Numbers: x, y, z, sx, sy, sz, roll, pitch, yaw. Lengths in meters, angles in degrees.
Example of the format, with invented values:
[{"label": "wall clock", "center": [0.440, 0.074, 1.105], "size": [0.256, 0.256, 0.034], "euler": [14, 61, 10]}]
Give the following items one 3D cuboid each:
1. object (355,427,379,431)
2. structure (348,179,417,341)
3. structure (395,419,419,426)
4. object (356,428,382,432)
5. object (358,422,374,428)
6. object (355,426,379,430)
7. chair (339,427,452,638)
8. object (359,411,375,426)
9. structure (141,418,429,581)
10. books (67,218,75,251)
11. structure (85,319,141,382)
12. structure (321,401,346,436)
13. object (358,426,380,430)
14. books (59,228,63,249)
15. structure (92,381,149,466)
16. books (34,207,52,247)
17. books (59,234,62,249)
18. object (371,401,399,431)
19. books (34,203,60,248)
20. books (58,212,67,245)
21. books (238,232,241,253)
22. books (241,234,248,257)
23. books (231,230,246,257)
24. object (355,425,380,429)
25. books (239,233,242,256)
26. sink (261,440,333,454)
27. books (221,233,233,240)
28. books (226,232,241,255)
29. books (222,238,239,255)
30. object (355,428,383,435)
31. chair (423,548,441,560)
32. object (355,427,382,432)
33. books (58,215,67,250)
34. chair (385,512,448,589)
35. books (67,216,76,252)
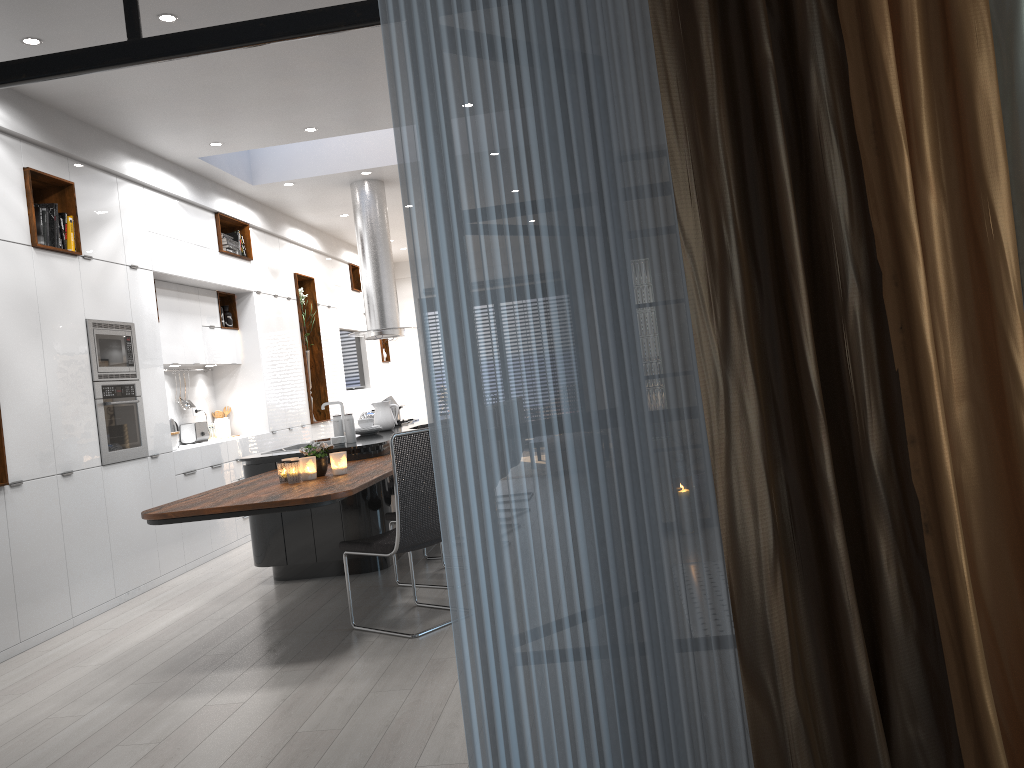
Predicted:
[{"label": "object", "center": [-1.226, 0.385, 7.486], "size": [0.229, 0.016, 0.229], "euler": [-7, 1, 3]}, {"label": "structure", "center": [-1.382, -1.247, 9.023], "size": [0.695, 1.609, 1.043], "euler": [-7, -1, 5]}, {"label": "structure", "center": [-1.273, 0.404, 8.988], "size": [0.501, 0.026, 0.812], "euler": [-7, 1, 6]}, {"label": "object", "center": [-1.224, 0.402, 7.486], "size": [0.264, 0.033, 0.264], "euler": [-6, 1, 43]}, {"label": "object", "center": [-1.230, 0.351, 7.487], "size": [0.138, 0.051, 0.138], "euler": [-7, 0, -13]}, {"label": "object", "center": [-1.227, 0.375, 7.486], "size": [0.229, 0.016, 0.229], "euler": [-7, 1, 3]}, {"label": "chair", "center": [-0.586, 0.754, 4.721], "size": [0.536, 1.019, 0.471], "euler": [-7, -1, 41]}, {"label": "object", "center": [-1.292, 0.339, 8.117], "size": [0.211, 0.174, 0.211], "euler": [-7, 0, 13]}, {"label": "structure", "center": [-1.090, 0.861, 6.875], "size": [1.377, 0.887, 5.641], "euler": [-7, 0, 6]}, {"label": "books", "center": [-3.053, -0.994, 5.988], "size": [0.184, 0.245, 0.033], "euler": [-7, -1, 6]}, {"label": "structure", "center": [-3.053, -0.207, 6.345], "size": [0.458, 0.430, 0.595], "euler": [-7, 0, 6]}, {"label": "structure", "center": [-1.339, 0.289, 6.658], "size": [0.177, 0.310, 0.089], "euler": [-7, -1, 6]}, {"label": "object", "center": [-1.227, 0.380, 7.486], "size": [0.229, 0.016, 0.229], "euler": [-7, 1, 3]}, {"label": "books", "center": [-3.114, -1.003, 5.907], "size": [0.230, 0.296, 0.030], "euler": [-7, -1, 6]}, {"label": "structure", "center": [-2.976, 0.288, 6.334], "size": [0.495, 0.571, 0.595], "euler": [-7, 0, 6]}, {"label": "books", "center": [-3.110, -1.003, 5.740], "size": [0.236, 0.278, 0.106], "euler": [-7, -1, 6]}, {"label": "books", "center": [-3.097, -1.005, 5.854], "size": [0.230, 0.296, 0.030], "euler": [-7, -1, 6]}, {"label": "object", "center": [-1.114, 0.281, 7.755], "size": [0.211, 0.254, 0.183], "euler": [-7, -1, 41]}, {"label": "books", "center": [-3.097, -1.028, 5.815], "size": [0.268, 0.321, 0.047], "euler": [-7, -1, 6]}, {"label": "books", "center": [-3.094, -1.016, 5.960], "size": [0.238, 0.288, 0.030], "euler": [-7, -1, 6]}, {"label": "books", "center": [-2.796, -1.364, 8.828], "size": [0.194, 0.273, 0.025], "euler": [-7, -1, 6]}, {"label": "books", "center": [-2.788, -1.371, 8.965], "size": [0.210, 0.267, 0.026], "euler": [-7, -1, 6]}, {"label": "books", "center": [-2.801, -1.374, 8.887], "size": [0.253, 0.312, 0.030], "euler": [-7, -1, 6]}, {"label": "object", "center": [-1.228, 0.371, 7.486], "size": [0.229, 0.016, 0.229], "euler": [-7, 1, 3]}, {"label": "books", "center": [-2.812, -1.369, 8.858], "size": [0.217, 0.272, 0.030], "euler": [-7, -1, 6]}, {"label": "sink", "center": [-1.516, 0.539, 6.704], "size": [0.485, 0.153, 0.738], "euler": [-7, 0, 6]}, {"label": "books", "center": [-2.865, -1.402, 8.575], "size": [0.250, 0.047, 0.307], "euler": [-7, 0, 2]}, {"label": "books", "center": [-2.797, -1.364, 8.803], "size": [0.197, 0.268, 0.026], "euler": [-7, -1, 6]}, {"label": "books", "center": [-2.831, -1.313, 8.592], "size": [0.279, 0.137, 0.345], "euler": [-7, 0, 1]}, {"label": "object", "center": [-1.223, 0.408, 7.486], "size": [0.264, 0.033, 0.264], "euler": [-6, 1, 43]}, {"label": "chair", "center": [-0.389, 0.714, 6.467], "size": [0.536, 1.019, 0.471], "euler": [-7, -1, 21]}, {"label": "object", "center": [-1.225, 0.396, 7.486], "size": [0.264, 0.033, 0.264], "euler": [-6, 1, 43]}, {"label": "books", "center": [-3.083, -0.990, 5.932], "size": [0.190, 0.254, 0.026], "euler": [-7, -1, 6]}, {"label": "chair", "center": [-0.472, 0.732, 5.653], "size": [0.536, 1.019, 0.471], "euler": [-7, -1, 36]}, {"label": "books", "center": [-3.065, -1.003, 6.017], "size": [0.211, 0.264, 0.024], "euler": [-7, -1, 6]}]
